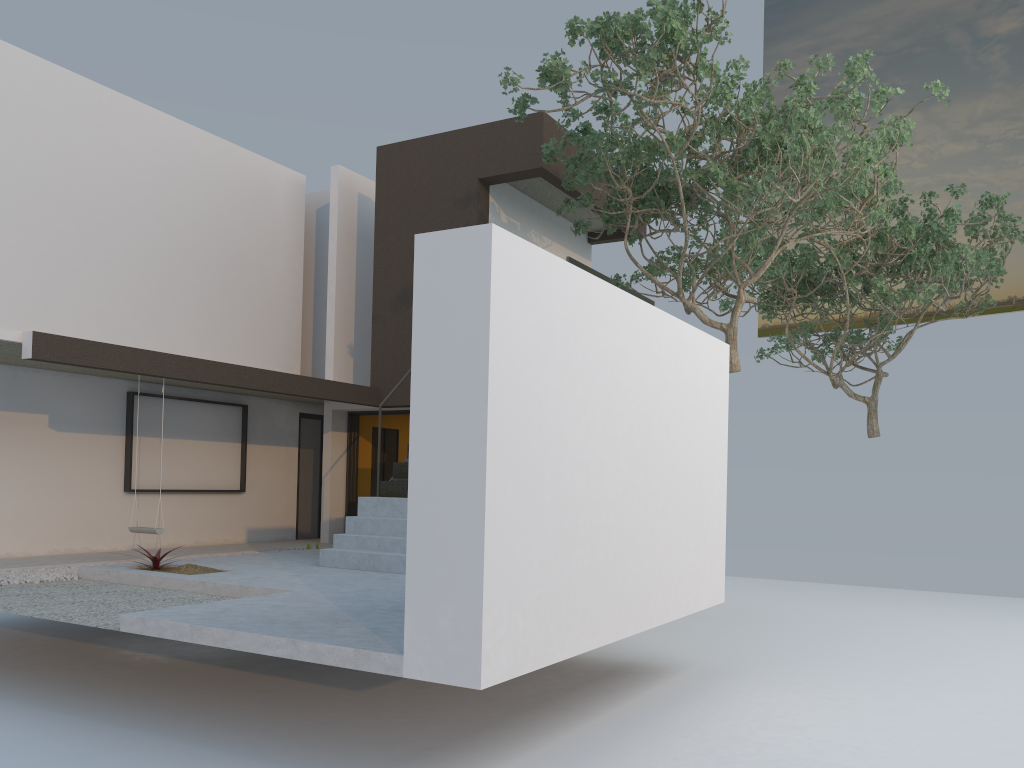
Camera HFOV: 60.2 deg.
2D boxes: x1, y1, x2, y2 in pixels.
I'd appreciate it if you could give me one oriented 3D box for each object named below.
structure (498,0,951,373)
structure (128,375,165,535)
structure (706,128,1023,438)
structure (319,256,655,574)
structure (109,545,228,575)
[{"bbox_3d":[2.405,-1.980,10.046,4.333,3.691,5.772,1,-5,10],"label":"structure"},{"bbox_3d":[-4.061,0.740,9.882,0.462,1.863,0.129,1,-1,30],"label":"structure"},{"bbox_3d":[6.206,-1.409,15.459,5.507,4.691,7.336,1,-5,10],"label":"structure"},{"bbox_3d":[0.154,0.286,11.869,1.158,3.936,6.577,1,-5,30],"label":"structure"},{"bbox_3d":[-3.360,1.761,8.723,1.204,0.291,0.750,-2,-7,30],"label":"structure"}]
